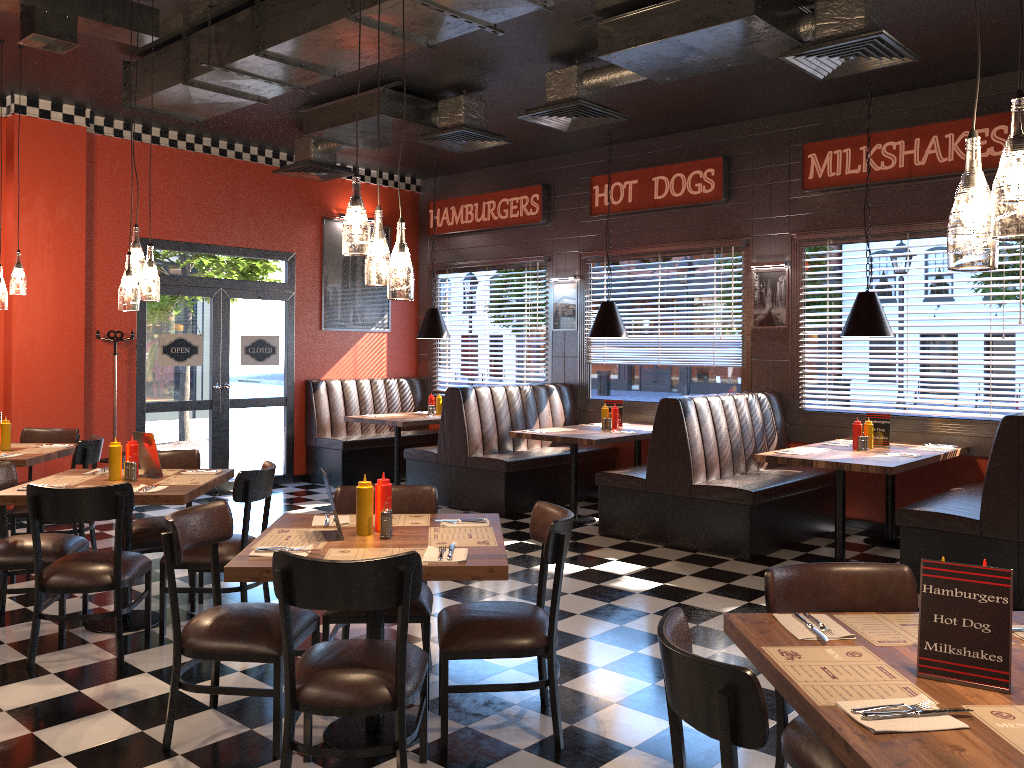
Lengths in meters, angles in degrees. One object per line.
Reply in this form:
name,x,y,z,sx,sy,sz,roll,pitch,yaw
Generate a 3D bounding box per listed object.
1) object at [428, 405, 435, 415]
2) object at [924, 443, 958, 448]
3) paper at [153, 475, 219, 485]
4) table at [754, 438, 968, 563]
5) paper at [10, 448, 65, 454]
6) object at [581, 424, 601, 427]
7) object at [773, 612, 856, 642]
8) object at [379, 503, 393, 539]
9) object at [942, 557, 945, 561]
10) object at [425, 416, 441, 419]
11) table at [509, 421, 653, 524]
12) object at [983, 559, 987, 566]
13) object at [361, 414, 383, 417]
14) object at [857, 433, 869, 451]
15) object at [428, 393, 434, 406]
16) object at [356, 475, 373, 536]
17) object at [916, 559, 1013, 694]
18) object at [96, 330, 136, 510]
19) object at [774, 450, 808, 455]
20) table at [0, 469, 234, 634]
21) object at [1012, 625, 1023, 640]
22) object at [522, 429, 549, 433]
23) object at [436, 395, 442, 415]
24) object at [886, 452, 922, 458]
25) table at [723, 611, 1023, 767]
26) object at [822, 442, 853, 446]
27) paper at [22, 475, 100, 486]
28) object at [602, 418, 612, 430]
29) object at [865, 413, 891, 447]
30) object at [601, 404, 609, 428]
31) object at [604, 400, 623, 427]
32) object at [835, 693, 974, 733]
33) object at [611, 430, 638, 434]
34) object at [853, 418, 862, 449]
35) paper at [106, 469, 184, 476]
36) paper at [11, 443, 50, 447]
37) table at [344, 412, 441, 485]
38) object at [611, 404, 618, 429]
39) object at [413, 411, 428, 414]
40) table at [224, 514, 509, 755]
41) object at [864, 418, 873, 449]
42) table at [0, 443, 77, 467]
object,-0.895,0.277,9.815,0.047,0.136,0.093,0,0,42
object,3.343,0.480,6.945,0.157,0.019,0.255,-2,3,-42
paper,-1.806,0.533,4.923,0.261,0.001,0.365,0,2,-4
table,2.651,0.884,6.632,0.957,0.774,1.692,2,2,42
paper,-3.337,0.470,6.230,0.261,0.001,0.365,0,2,-4
object,0.803,0.398,8.556,0.255,0.019,0.157,2,3,41
object,0.808,0.646,2.356,0.157,0.019,0.255,0,2,-2
object,-0.493,0.533,3.477,0.047,0.136,0.094,0,1,2
object,1.060,0.544,2.179,0.068,0.238,0.068,0,0,-33
object,-0.817,0.351,9.448,0.255,0.019,0.157,2,3,41
table,0.891,0.808,8.225,0.957,0.774,1.692,2,2,42
object,1.151,0.546,2.158,0.068,0.238,0.068,0,0,-5
object,-1.504,0.340,9.589,0.255,0.019,0.157,3,3,43
object,2.626,0.430,6.630,0.093,0.136,0.047,0,0,-23
object,-0.907,0.220,9.940,0.068,0.238,0.068,0,0,11
object,-0.586,0.479,3.523,0.068,0.238,0.068,1,0,-43
object,1.021,0.541,2.001,0.188,0.257,0.072,1,0,32
object,-3.672,0.334,8.190,0.374,1.659,0.374,0,0,-25
object,2.043,0.492,6.410,0.255,0.019,0.157,3,3,43
table,-2.144,0.919,4.875,0.960,0.774,0.957,0,1,-3
object,1.397,0.651,2.323,0.255,0.019,0.157,0,2,1
object,0.224,0.419,7.924,0.157,0.019,0.255,-2,3,-42
object,-0.818,0.222,9.911,0.068,0.238,0.068,0,0,11
object,2.776,0.501,6.327,0.255,0.019,0.157,2,3,41
table,1.096,1.056,2.042,0.956,0.774,0.960,0,1,-3
object,2.599,0.473,7.010,0.255,0.019,0.157,2,3,38
paper,-2.473,0.530,4.872,0.261,0.001,0.365,0,2,-4
object,0.880,0.354,8.209,0.093,0.136,0.047,1,0,12
object,2.855,0.358,6.918,0.188,0.257,0.072,1,0,32
object,0.872,0.298,8.309,0.068,0.238,0.068,0,0,26
object,0.971,0.282,8.494,0.188,0.257,0.072,1,0,12
object,0.811,0.668,1.809,0.255,0.019,0.157,0,2,-8
object,0.976,0.427,7.871,0.255,0.019,0.157,2,3,38
object,2.620,0.374,6.720,0.068,0.238,0.068,0,0,-24
paper,-2.151,0.519,5.208,0.365,0.001,0.261,0,2,-4
paper,-3.670,0.454,6.556,0.365,0.001,0.261,0,2,-3
table,-0.889,0.730,9.835,0.957,0.774,1.692,2,2,42
object,0.965,0.298,8.320,0.068,0.238,0.068,0,0,26
object,-0.998,0.322,10.130,0.255,0.019,0.157,2,3,38
table,-0.518,0.987,3.482,0.960,0.774,0.957,0,1,-3
object,2.712,0.374,6.739,0.068,0.238,0.068,0,0,-24
table,-3.665,0.855,6.216,0.960,0.774,0.957,0,1,-3
